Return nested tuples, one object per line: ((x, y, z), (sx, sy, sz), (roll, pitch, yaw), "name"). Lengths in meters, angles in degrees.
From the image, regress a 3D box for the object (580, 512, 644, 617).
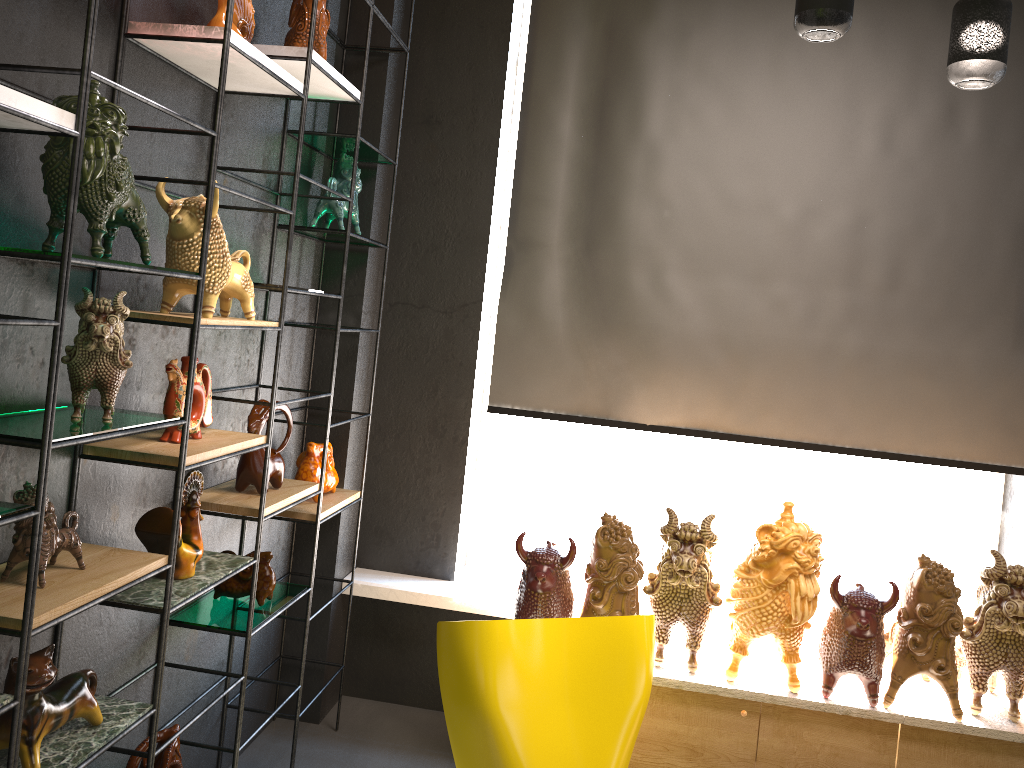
((0.390, 0.723, 3.275), (0.250, 0.545, 0.474), (6, 1, 15), "object")

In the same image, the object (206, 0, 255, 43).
((-0.738, -0.971, 2.357), (0.107, 0.209, 0.233), (6, 2, 24), "object")

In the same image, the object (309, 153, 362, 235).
((-0.644, -0.723, 3.321), (0.152, 0.332, 0.290), (6, 1, 0), "object")

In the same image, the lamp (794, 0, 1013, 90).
((1.361, -1.321, 0.720), (2.667, 2.272, 2.857), (4, 3, -38), "lamp")

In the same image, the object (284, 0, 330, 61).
((-0.655, -1.129, 2.830), (0.126, 0.249, 0.254), (6, 2, -22), "object")

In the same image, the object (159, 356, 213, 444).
((-0.854, 0.038, 2.347), (0.060, 0.223, 0.267), (6, 2, 8), "object")

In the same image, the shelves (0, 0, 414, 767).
((-0.830, -0.497, 2.088), (0.275, 3.906, 2.993), (6, 1, 7), "shelves")

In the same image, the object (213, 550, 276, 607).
((-0.858, 0.609, 2.832), (0.211, 0.168, 0.105), (6, 1, 7), "object")

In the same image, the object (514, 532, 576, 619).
((0.137, 0.737, 3.262), (0.220, 0.440, 0.462), (6, 2, 12), "object")

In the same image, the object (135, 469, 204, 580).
((-0.874, 0.366, 2.321), (0.123, 0.270, 0.227), (6, 1, 8), "object")

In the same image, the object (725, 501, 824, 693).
((0.922, 0.723, 3.159), (0.308, 0.654, 0.469), (6, 1, 13), "object")

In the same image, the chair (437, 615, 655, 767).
((0.163, 1.108, 2.340), (0.656, 0.896, 1.073), (5, 2, -22), "chair")

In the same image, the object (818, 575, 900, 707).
((1.193, 0.857, 3.115), (0.220, 0.440, 0.462), (6, 2, 12), "object")

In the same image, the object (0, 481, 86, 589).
((-0.951, 0.297, 1.822), (0.096, 0.210, 0.183), (6, 1, 10), "object")

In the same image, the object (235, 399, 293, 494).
((-0.794, 0.197, 2.822), (0.114, 0.290, 0.249), (6, 1, 8), "object")

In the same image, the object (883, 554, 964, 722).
((1.446, 0.842, 3.128), (0.250, 0.545, 0.474), (6, 1, 15), "object")

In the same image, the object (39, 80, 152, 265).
((-0.852, -0.433, 1.822), (0.167, 0.356, 0.255), (6, 1, 13), "object")

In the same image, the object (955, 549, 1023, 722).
((1.661, 0.841, 3.068), (0.271, 0.579, 0.430), (6, 1, 1), "object")

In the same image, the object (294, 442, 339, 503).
((-0.736, 0.318, 3.355), (0.139, 0.222, 0.278), (6, 2, 8), "object")

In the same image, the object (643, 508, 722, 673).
((0.605, 0.722, 3.215), (0.271, 0.579, 0.430), (6, 1, 1), "object")

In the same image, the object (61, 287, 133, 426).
((-0.867, -0.059, 1.836), (0.131, 0.280, 0.208), (6, 1, -34), "object")

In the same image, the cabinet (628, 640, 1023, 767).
((1.305, 1.354, 3.135), (2.732, 0.530, 0.404), (6, 1, 8), "cabinet")

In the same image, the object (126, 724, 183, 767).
((-0.937, 1.051, 2.280), (0.126, 0.249, 0.253), (6, 2, 7), "object")

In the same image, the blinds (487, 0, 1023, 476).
((-1.597, -0.944, 3.575), (12.756, 3.309, 3.516), (8, 3, 28), "blinds")

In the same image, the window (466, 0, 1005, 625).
((1.077, -0.599, 3.967), (2.311, 3.167, 0.051), (6, 0, 8), "window")

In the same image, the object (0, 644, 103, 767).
((-0.947, 0.632, 1.843), (0.156, 0.235, 0.309), (6, 2, 11), "object")

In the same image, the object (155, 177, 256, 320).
((-0.789, -0.345, 2.328), (0.175, 0.351, 0.369), (6, 2, 12), "object")
